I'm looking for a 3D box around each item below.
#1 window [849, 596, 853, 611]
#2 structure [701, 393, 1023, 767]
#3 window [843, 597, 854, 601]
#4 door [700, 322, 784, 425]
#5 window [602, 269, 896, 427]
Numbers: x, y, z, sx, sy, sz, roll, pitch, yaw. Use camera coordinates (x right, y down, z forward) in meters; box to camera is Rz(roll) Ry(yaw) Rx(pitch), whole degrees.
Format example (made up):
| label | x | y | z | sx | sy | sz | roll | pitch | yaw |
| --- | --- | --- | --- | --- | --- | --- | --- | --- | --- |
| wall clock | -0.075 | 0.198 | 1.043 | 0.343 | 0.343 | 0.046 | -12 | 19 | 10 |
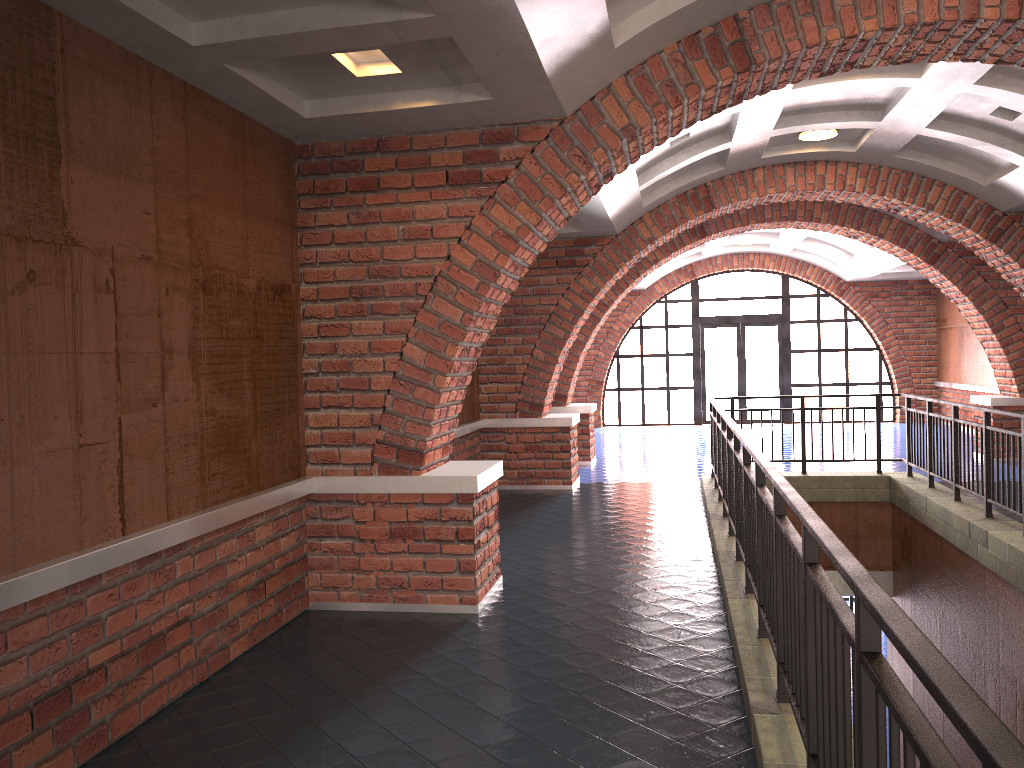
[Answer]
| label | x | y | z | sx | sy | sz | roll | pitch | yaw |
| --- | --- | --- | --- | --- | --- | --- | --- | --- | --- |
| window | 5.231 | 3.593 | 19.641 | 6.353 | 3.471 | 0.100 | -1 | 2 | 10 |
| structure | 2.587 | 3.136 | 5.327 | 2.464 | 5.665 | 11.177 | -1 | 2 | 10 |
| window | 5.596 | 3.528 | 21.627 | 6.353 | 3.471 | 0.100 | -1 | 2 | 10 |
| door | 5.067 | -0.232 | 19.556 | 1.754 | 2.236 | 0.040 | -1 | 2 | 10 |
| window | 5.102 | -0.801 | 19.525 | 6.353 | 3.471 | 0.100 | -1 | 2 | 10 |
